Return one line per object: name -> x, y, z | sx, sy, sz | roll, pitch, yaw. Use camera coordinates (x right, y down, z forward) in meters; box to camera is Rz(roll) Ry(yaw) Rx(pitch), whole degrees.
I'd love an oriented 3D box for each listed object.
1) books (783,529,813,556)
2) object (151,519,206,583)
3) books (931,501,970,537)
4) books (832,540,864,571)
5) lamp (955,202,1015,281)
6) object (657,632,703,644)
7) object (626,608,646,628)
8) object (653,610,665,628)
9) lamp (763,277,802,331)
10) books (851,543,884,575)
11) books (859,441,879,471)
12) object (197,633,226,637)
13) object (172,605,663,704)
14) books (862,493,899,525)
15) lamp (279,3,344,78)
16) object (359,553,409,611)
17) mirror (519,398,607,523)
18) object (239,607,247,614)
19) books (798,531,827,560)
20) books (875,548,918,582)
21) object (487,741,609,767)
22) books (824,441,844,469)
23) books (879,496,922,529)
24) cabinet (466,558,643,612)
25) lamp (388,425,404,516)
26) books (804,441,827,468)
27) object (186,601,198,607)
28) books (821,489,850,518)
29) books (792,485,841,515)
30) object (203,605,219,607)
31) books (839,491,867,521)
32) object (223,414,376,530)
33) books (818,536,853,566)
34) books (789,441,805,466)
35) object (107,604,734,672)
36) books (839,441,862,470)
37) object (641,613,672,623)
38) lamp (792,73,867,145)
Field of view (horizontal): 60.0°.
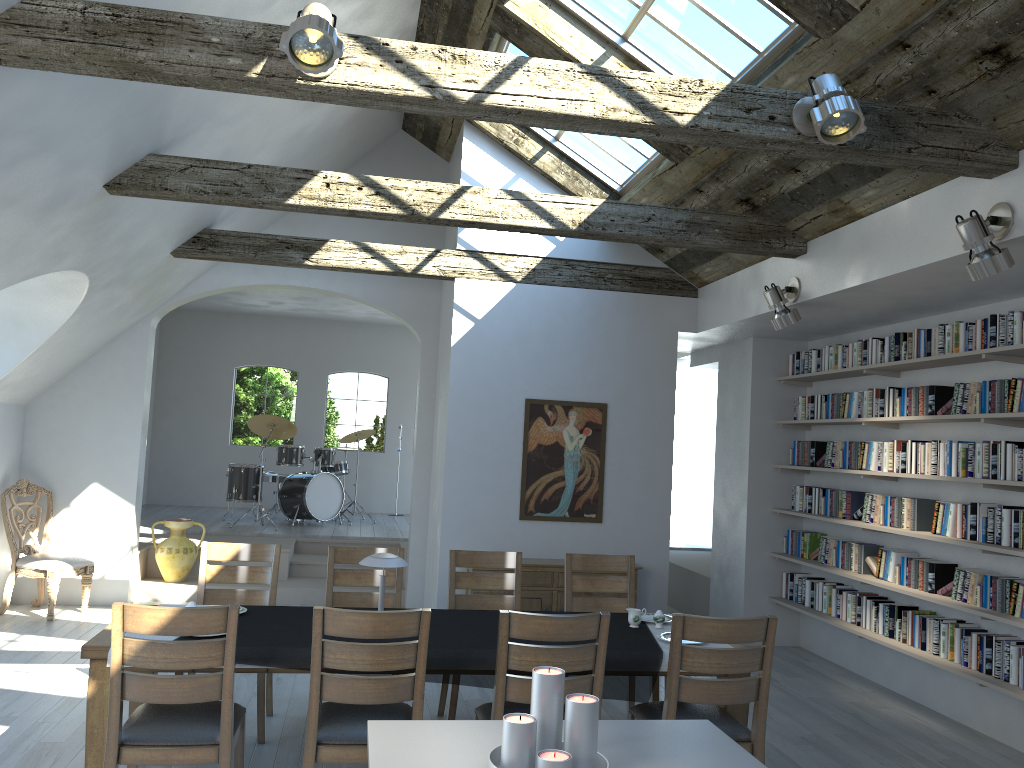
books -> 2.570, 1.417, 7.911 | 0.209, 0.220, 0.278 | 4, -4, -11
object -> -3.319, 1.651, 8.781 | 0.396, 0.605, 0.402 | 0, -5, 37
books -> 2.947, 0.901, 5.901 | 0.189, 0.228, 0.249 | 4, -4, -10
books -> 2.715, 1.369, 7.087 | 0.209, 0.220, 0.278 | 4, -4, -11
lamp -> 2.254, -0.680, 4.237 | 0.265, 0.386, 0.235 | 2, -4, 12
object -> 0.856, 1.283, 4.460 | 0.250, 0.017, 0.253 | 4, -4, -10
object -> 0.662, 1.253, 4.761 | 0.100, 0.098, 0.071 | 6, -5, -41
object -> 0.792, 1.263, 4.773 | 0.064, 0.092, 0.064 | 5, -5, -32
lamp -> 1.901, -0.564, 6.237 | 0.265, 0.386, 0.235 | 2, -4, 12
books -> 2.766, 1.352, 6.786 | 0.189, 0.229, 0.343 | 4, -4, -10
books -> 2.812, 0.556, 6.813 | 0.189, 0.228, 0.249 | 4, -4, -10
object -> -1.414, 1.139, 4.083 | 0.250, 0.017, 0.253 | 4, -4, -10
object -> -0.380, 1.343, 4.487 | 2.456, 0.227, 1.073 | 4, -4, -9
books -> 2.802, 0.949, 6.725 | 0.189, 0.228, 0.249 | 4, -4, -10
lamp -> -0.765, -1.338, 3.430 | 0.233, 0.311, 0.354 | 4, -4, -10
object -> -0.650, 1.030, 4.448 | 0.251, 0.362, 0.251 | 2, -4, 13
mirror -> 0.451, 0.671, 7.719 | 0.736, 1.047, 0.009 | 4, -4, -10
object -> -1.490, 1.167, 4.551 | 0.250, 0.017, 0.253 | 4, -4, -10
books -> 2.621, 1.398, 7.610 | 0.189, 0.224, 0.345 | 4, -4, -10
books -> 2.816, 1.328, 6.503 | 0.189, 0.228, 0.249 | 4, -4, -10
object -> 0.089, 0.941, 2.176 | 0.297, 0.040, 0.297 | 1, -4, 31
books -> 2.723, 0.585, 7.319 | 0.189, 0.228, 0.249 | 4, -4, -10
books -> 2.846, 0.937, 6.485 | 0.209, 0.220, 0.278 | 4, -4, -11
cabinet -> 0.322, 1.853, 7.453 | 1.481, 0.714, 0.383 | 4, -4, -10
lamp -> -1.737, 1.309, 13.560 | 0.232, 1.383, 0.238 | 4, -4, -10
books -> 2.674, 0.604, 7.597 | 0.189, 0.224, 0.345 | 4, -4, -10
object -> -1.570, 1.111, 4.342 | 0.064, 0.092, 0.064 | 2, -4, 9
books -> 2.701, 0.985, 7.310 | 0.209, 0.220, 0.278 | 4, -4, -11
books -> 2.632, 1.008, 7.704 | 0.214, 0.220, 0.490 | 4, -4, -10
object -> -1.439, 1.119, 4.285 | 0.124, 0.081, 0.130 | 1, -5, 33
books -> 2.753, 0.968, 7.003 | 0.189, 0.224, 0.345 | 4, -4, -10
object -> -2.900, 1.131, 11.751 | 1.465, 1.383, 2.354 | 0, -5, 34
books -> 2.670, 1.381, 7.328 | 0.189, 0.228, 0.249 | 4, -4, -10
books -> 2.622, 0.621, 7.903 | 0.209, 0.220, 0.278 | 4, -4, -11
object -> -0.380, 1.270, 4.489 | 2.872, 0.077, 1.050 | 4, -4, -10
books -> 2.767, 0.573, 7.079 | 0.209, 0.220, 0.278 | 4, -4, -11
object -> 0.789, 1.314, 4.962 | 0.250, 0.017, 0.253 | 4, -4, -10
lamp -> 1.364, -1.181, 3.802 | 0.233, 0.323, 0.343 | 4, -4, -10
